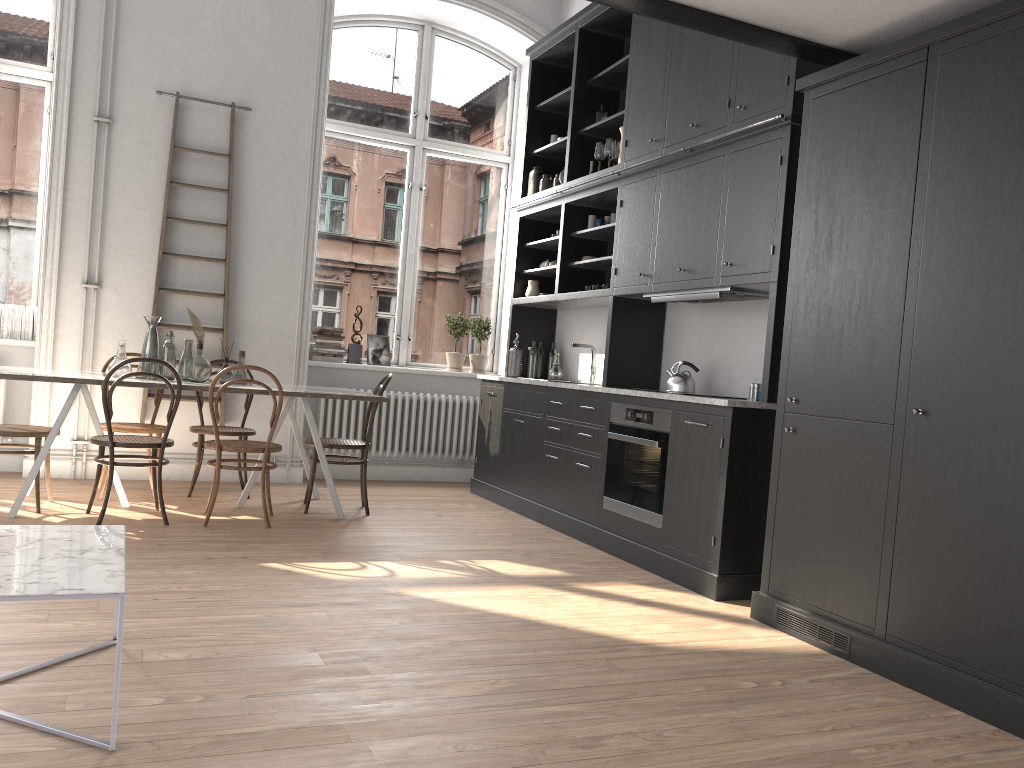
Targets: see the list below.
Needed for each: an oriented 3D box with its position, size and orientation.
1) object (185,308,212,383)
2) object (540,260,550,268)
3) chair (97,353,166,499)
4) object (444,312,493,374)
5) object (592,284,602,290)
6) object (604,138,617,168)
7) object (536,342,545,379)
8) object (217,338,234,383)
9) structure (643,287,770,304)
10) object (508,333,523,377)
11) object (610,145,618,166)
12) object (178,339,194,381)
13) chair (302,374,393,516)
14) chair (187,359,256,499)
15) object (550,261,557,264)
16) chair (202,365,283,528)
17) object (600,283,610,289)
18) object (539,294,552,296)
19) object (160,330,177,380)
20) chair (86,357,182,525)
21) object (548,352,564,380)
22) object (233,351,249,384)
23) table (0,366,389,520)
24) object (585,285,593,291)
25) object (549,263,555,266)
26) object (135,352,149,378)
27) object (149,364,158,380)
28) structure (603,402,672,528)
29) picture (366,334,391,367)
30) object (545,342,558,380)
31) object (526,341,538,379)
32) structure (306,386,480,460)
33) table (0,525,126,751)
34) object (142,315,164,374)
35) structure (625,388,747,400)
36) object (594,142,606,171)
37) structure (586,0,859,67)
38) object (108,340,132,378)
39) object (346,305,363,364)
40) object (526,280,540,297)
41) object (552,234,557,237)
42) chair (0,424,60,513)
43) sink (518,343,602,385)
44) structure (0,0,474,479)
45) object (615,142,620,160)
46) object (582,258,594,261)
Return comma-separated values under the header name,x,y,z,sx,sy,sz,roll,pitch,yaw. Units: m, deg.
name,x,y,z,sx,sy,sz,roll,pitch,yaw
object,-1.910,-0.234,5.433,0.157,0.446,0.157,4,1,-6
object,0.282,-0.941,7.067,0.140,0.100,0.125,4,2,-42
chair,-2.482,0.260,5.815,0.438,0.921,0.549,4,1,-26
object,-0.392,-0.363,7.757,0.500,0.524,0.234,4,2,-35
object,0.588,-0.652,6.031,0.104,0.059,0.088,6,2,45
object,0.657,-1.529,5.953,0.083,0.221,0.083,5,1,23
object,0.221,-0.191,7.165,0.086,0.301,0.086,4,1,-9
object,-1.794,-0.145,5.574,0.107,0.283,0.106,4,2,-29
structure,1.133,-0.518,5.066,0.379,0.123,0.843,4,1,-24
object,0.033,-0.230,7.065,0.109,0.349,0.108,3,2,-43
object,0.704,-1.528,6.099,0.083,0.221,0.083,4,2,-32
object,-2.035,-0.150,5.559,0.100,0.255,0.098,6,2,43
chair,-1.094,0.370,5.826,0.549,0.921,0.437,4,1,-11
chair,-1.991,0.294,6.119,0.438,0.921,0.549,4,1,-17
object,0.319,-0.940,6.911,0.055,0.047,0.058,4,1,-9
chair,-1.563,0.344,5.156,0.438,0.921,0.549,4,1,-13
object,0.648,-0.645,5.948,0.104,0.059,0.088,4,1,-15
object,0.295,-0.678,6.933,0.180,0.037,0.180,4,1,-39
object,-2.108,-0.178,5.446,0.086,0.301,0.086,3,2,-38
chair,-2.111,0.303,4.953,0.438,0.921,0.549,4,1,-28
object,0.350,-0.138,6.971,0.132,0.219,0.120,4,1,-24
object,-1.736,-0.107,5.685,0.101,0.212,0.101,5,1,16
table,-2.006,0.373,5.476,2.200,0.780,1.100,4,1,-24
object,0.550,-0.657,6.137,0.088,0.059,0.104,4,1,-35
object,0.317,-0.920,6.912,0.055,0.033,0.058,5,1,41
object,-2.241,-0.115,5.390,0.083,0.158,0.083,4,1,-28
object,-2.150,-0.075,5.329,0.058,0.094,0.058,5,1,4
structure,0.933,0.448,5.029,0.618,0.623,0.622,4,1,-24
picture,-1.145,-0.282,7.474,0.221,0.264,0.148,4,2,-40
object,0.321,-0.181,7.094,0.086,0.301,0.086,5,1,22
object,0.165,-0.193,7.055,0.086,0.301,0.086,3,2,-38
structure,-0.894,0.338,7.399,1.577,0.552,0.194,4,1,-24
table,-1.515,0.655,2.385,0.849,0.392,0.849,4,1,-24
object,-2.239,-0.230,5.507,0.116,0.383,0.116,4,1,-13
structure,0.970,0.055,5.023,0.427,0.011,0.592,4,1,-24
object,0.603,-1.536,6.072,0.083,0.221,0.083,5,1,8
structure,0.007,-2.065,0.980,5.928,1.213,4.156,4,1,-24
object,-2.304,-0.148,5.222,0.132,0.219,0.132,4,2,-34
object,-1.291,-0.411,7.357,0.122,0.488,0.102,5,1,1
object,0.172,-0.744,7.047,0.127,0.144,0.115,3,2,-45
object,0.339,-1.124,6.841,0.071,0.047,0.071,5,1,14
chair,-2.881,0.240,5.059,0.549,0.921,0.437,4,1,-16
sink,0.379,-0.050,6.453,0.514,0.505,0.526,4,1,-24
structure,-2.407,-1.529,6.542,5.183,4.475,0.340,4,2,-24
object,0.737,-1.524,6.023,0.083,0.221,0.083,4,2,-25
object,-2.303,-0.189,5.780,5.828,1.843,0.791,4,1,-19
